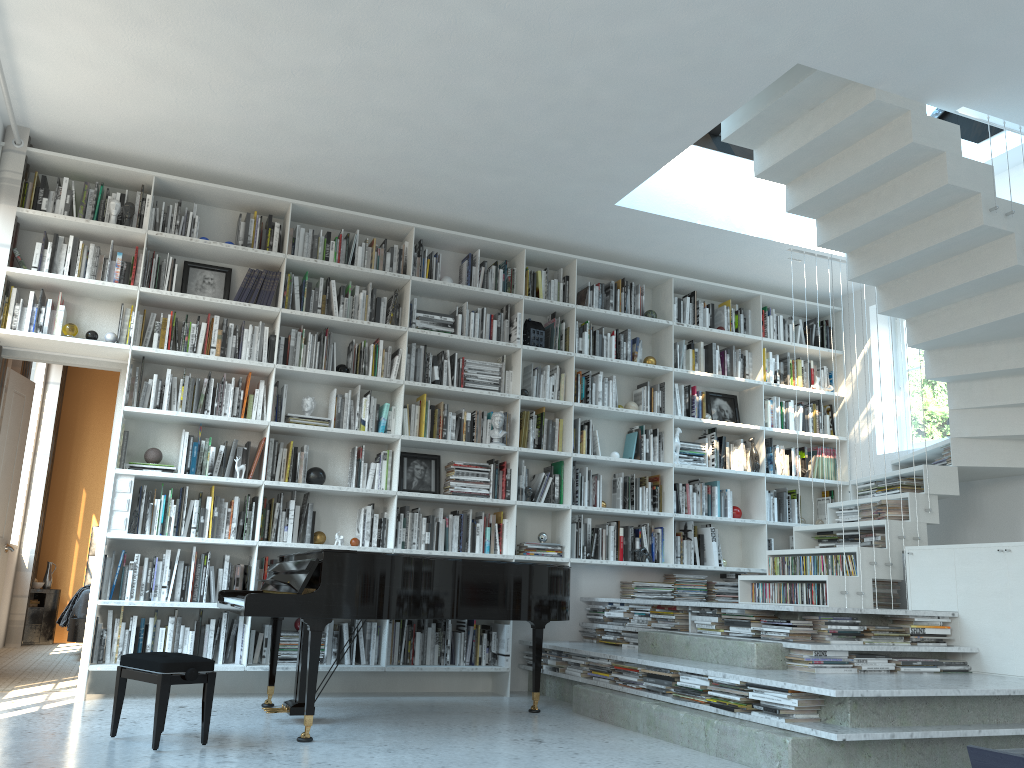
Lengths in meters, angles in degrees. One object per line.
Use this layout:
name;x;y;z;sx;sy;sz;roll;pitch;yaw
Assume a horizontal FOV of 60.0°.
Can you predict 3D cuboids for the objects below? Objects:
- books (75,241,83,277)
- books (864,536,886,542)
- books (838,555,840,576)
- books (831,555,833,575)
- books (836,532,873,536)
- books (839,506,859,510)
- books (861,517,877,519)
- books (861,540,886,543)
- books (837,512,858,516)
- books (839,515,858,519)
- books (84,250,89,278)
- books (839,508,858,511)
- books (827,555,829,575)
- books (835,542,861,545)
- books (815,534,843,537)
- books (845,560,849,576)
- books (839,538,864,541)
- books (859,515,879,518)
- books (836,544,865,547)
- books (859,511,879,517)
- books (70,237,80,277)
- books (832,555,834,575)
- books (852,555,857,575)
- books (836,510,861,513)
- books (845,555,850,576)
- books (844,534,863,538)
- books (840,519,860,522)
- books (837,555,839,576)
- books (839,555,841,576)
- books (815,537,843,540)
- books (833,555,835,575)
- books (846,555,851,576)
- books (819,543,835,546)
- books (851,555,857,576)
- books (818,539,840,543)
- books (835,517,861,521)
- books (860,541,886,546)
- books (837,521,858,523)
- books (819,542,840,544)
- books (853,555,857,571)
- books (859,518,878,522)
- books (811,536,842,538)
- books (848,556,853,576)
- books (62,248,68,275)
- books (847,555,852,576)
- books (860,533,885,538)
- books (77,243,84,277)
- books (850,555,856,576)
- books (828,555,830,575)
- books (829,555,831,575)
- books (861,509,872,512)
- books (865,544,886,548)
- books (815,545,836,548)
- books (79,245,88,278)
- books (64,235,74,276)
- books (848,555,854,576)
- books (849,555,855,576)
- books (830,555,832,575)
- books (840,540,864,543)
books;-2.648;-0.721;5.423;0.013;0.268;0.162;7;-14;-22
books;2.324;0.974;5.556;0.141;0.028;0.223;3;-13;-3
books;2.032;1.104;5.376;0.125;0.125;0.008;7;-14;-22
books;2.008;1.116;5.430;0.125;0.125;0.009;7;-14;-22
books;2.278;0.991;5.846;0.177;0.014;0.194;9;-15;-27
books;2.397;0.864;6.151;0.157;0.014;0.180;8;-14;-24
books;2.420;0.893;5.872;0.139;0.013;0.155;7;-14;-20
books;2.316;0.991;5.552;0.161;0.007;0.255;3;-13;-2
books;2.398;0.904;6.143;0.149;0.016;0.240;8;-14;-24
books;2.402;0.922;6.141;0.143;0.019;0.231;8;-14;-23
books;-2.618;-0.692;5.462;0.011;0.231;0.135;7;-14;-22
books;2.394;0.878;6.147;0.157;0.014;0.180;9;-15;-26
books;1.995;1.122;5.461;0.125;0.125;0.007;7;-14;-22
books;2.276;1.054;5.831;0.184;0.013;0.226;8;-15;-24
books;2.203;1.040;6.051;0.161;0.012;0.195;8;-15;-24
books;2.054;1.094;5.323;0.125;0.123;0.034;7;-14;-22
books;2.276;1.028;5.837;0.189;0.012;0.155;7;-14;-19
books;2.429;0.880;5.851;0.188;0.005;0.182;8;-14;-22
books;2.276;1.068;5.828;0.175;0.016;0.208;9;-15;-27
books;2.431;0.860;5.851;0.178;0.035;0.222;6;-14;-17
books;-2.674;-0.734;5.423;0.037;0.291;0.155;7;-14;-22
books;2.012;1.114;5.423;0.125;0.125;0.007;7;-14;-22
books;2.082;1.080;5.259;0.125;0.123;0.036;7;-14;-22
books;2.383;0.889;6.140;0.173;0.011;0.204;9;-15;-27
books;2.057;1.092;5.316;0.125;0.123;0.035;7;-14;-22
books;2.300;1.009;5.851;0.133;0.017;0.179;7;-14;-18
books;2.391;0.946;6.132;0.160;0.010;0.180;7;-14;-19
books;2.028;1.106;5.384;0.125;0.125;0.010;7;-14;-22
books;2.035;1.102;5.369;0.125;0.125;0.008;7;-14;-22
books;2.200;1.056;6.047;0.160;0.009;0.208;9;-15;-26
books;2.015;1.113;5.416;0.125;0.125;0.007;7;-14;-22
books;2.061;1.091;5.308;0.125;0.122;0.037;7;-14;-22
books;2.205;1.099;6.040;0.145;0.015;0.166;9;-15;-27
books;2.079;1.082;5.267;0.125;0.123;0.034;7;-14;-22
books;2.206;1.072;6.046;0.140;0.022;0.181;9;-15;-28
books;2.400;0.937;6.137;0.145;0.012;0.297;8;-14;-23
books;2.300;1.003;5.548;0.172;0.019;0.240;2;-13;3
books;2.399;0.957;6.133;0.138;0.010;0.255;8;-15;-25
books;2.212;1.088;6.045;0.132;0.010;0.198;7;-14;-18
books;2.085;1.078;5.252;0.125;0.123;0.034;7;-14;-22
books;2.425;0.903;5.854;0.200;0.014;0.178;6;-14;-17
books;2.184;1.046;6.042;0.198;0.006;0.189;9;-15;-25
books;2.067;1.088;5.294;0.125;0.123;0.034;7;-14;-22
books;-2.715;-0.700;5.395;0.010;0.208;0.165;7;-14;-22
books;2.064;1.089;5.301;0.125;0.123;0.034;7;-14;-22
books;2.313;0.953;5.560;0.168;0.014;0.213;3;-13;-2
books;-2.637;-0.710;5.425;0.012;0.248;0.192;7;-14;-22
books;2.076;1.083;5.274;0.125;0.123;0.035;7;-14;-22
books;1.998;1.121;5.453;0.125;0.125;0.008;7;-14;-22
books;2.001;1.119;5.447;0.125;0.125;0.008;7;-14;-22
books;2.421;0.843;5.886;0.159;0.012;0.129;4;-13;-7
books;2.319;1.021;5.545;0.136;0.017;0.289;2;-13;1
books;2.191;1.111;6.031;0.159;0.012;0.226;6;-14;-14
books;-2.622;-0.706;5.431;0.022;0.243;0.174;7;-14;-22
books;-2.693;-0.739;5.394;0.021;0.285;0.179;7;-14;-22
books;2.070;1.086;5.287;0.125;0.123;0.035;7;-14;-22
books;2.073;1.085;5.280;0.125;0.123;0.036;7;-14;-22
books;2.005;1.118;5.439;0.125;0.125;0.010;7;-14;-22
books;2.288;1.043;5.839;0.150;0.013;0.220;6;-14;-17
